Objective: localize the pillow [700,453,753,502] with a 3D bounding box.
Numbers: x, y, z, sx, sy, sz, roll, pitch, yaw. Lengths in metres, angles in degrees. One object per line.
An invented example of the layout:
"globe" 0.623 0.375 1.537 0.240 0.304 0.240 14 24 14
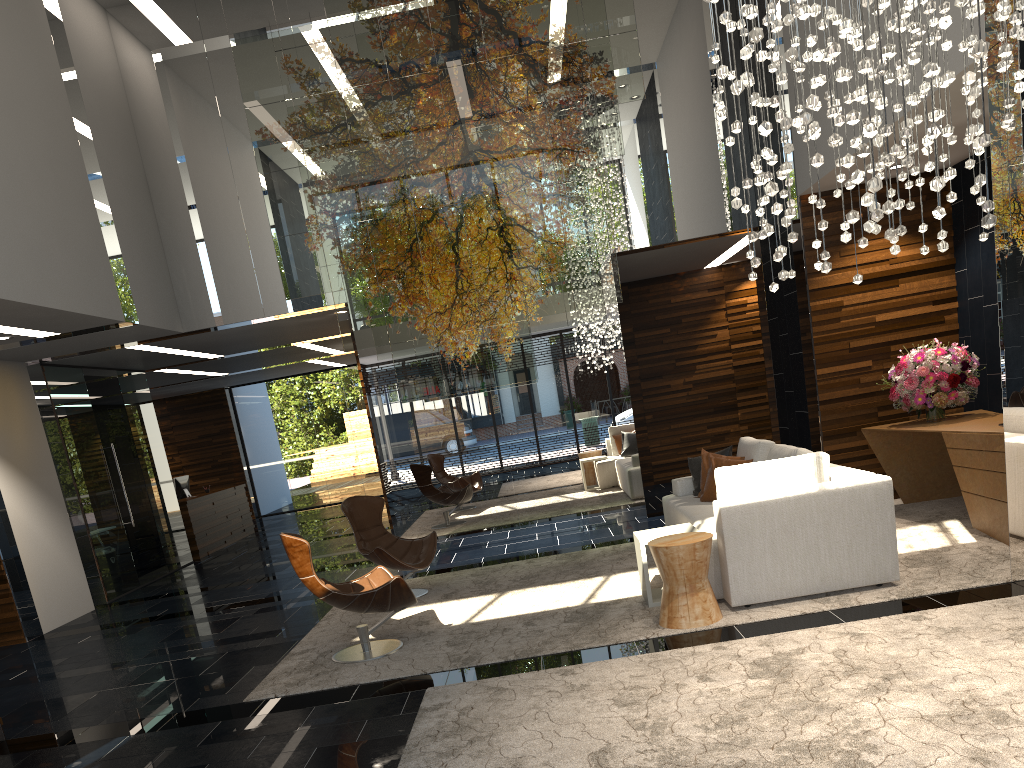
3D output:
"pillow" 1.728 0.769 7.035 0.262 0.425 0.517 -14 5 -28

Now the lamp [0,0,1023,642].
"lamp" -8.167 -46.269 0.010 403.810 117.631 385.323 -10 0 28

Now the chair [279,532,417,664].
"chair" -1.041 1.367 5.772 0.769 0.960 0.670 -13 8 -30

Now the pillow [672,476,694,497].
"pillow" 1.760 0.881 7.756 0.623 0.156 0.234 -10 3 -2

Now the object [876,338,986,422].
"object" 3.464 -0.031 7.094 0.688 0.698 0.644 -10 6 -6

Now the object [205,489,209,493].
"object" -5.130 1.803 14.516 0.077 0.061 0.074 -8 4 27

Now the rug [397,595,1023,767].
"rug" 1.171 1.418 3.666 3.424 0.006 2.276 -10 -1 3

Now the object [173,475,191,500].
"object" -5.411 1.769 14.238 0.190 0.506 0.467 -8 6 7

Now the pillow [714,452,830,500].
"pillow" 1.661 0.704 5.493 0.714 0.475 0.209 -10 9 4

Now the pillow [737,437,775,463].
"pillow" 1.990 0.679 7.123 0.248 0.463 0.700 -9 3 1

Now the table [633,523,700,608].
"table" 1.083 1.237 5.914 0.401 0.481 0.387 -9 7 2

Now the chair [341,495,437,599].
"chair" -1.076 1.407 7.427 0.796 0.960 0.647 -6 8 30

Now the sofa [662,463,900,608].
"sofa" 1.731 1.021 6.615 1.293 0.701 2.777 -10 0 2

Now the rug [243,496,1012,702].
"rug" 1.297 1.458 6.658 5.915 0.006 3.130 -10 -1 3

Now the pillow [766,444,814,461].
"pillow" 1.966 0.672 6.247 0.291 0.448 0.699 -9 3 3

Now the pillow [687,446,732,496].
"pillow" 1.723 0.756 7.462 0.246 0.427 0.556 -17 7 -40

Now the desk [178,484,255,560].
"desk" -5.184 2.296 14.304 0.881 0.912 2.604 -10 0 2

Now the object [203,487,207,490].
"object" -5.155 1.771 14.519 0.077 0.106 0.146 -5 5 32

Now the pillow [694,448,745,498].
"pillow" 1.740 0.746 7.248 0.236 0.443 0.548 -15 6 -33

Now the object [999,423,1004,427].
"object" 3.500 0.282 5.772 0.243 0.027 0.689 -10 -1 12

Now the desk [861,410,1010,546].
"desk" 3.609 0.667 6.597 0.992 0.768 2.185 -10 0 2

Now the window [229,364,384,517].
"window" -3.806 1.147 18.476 3.967 2.937 0.057 -10 12 3

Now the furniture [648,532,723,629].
"furniture" 1.062 1.200 5.282 0.395 0.538 0.377 -4 9 37

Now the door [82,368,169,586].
"door" -4.964 1.200 11.220 0.102 2.937 0.838 -9 11 1
